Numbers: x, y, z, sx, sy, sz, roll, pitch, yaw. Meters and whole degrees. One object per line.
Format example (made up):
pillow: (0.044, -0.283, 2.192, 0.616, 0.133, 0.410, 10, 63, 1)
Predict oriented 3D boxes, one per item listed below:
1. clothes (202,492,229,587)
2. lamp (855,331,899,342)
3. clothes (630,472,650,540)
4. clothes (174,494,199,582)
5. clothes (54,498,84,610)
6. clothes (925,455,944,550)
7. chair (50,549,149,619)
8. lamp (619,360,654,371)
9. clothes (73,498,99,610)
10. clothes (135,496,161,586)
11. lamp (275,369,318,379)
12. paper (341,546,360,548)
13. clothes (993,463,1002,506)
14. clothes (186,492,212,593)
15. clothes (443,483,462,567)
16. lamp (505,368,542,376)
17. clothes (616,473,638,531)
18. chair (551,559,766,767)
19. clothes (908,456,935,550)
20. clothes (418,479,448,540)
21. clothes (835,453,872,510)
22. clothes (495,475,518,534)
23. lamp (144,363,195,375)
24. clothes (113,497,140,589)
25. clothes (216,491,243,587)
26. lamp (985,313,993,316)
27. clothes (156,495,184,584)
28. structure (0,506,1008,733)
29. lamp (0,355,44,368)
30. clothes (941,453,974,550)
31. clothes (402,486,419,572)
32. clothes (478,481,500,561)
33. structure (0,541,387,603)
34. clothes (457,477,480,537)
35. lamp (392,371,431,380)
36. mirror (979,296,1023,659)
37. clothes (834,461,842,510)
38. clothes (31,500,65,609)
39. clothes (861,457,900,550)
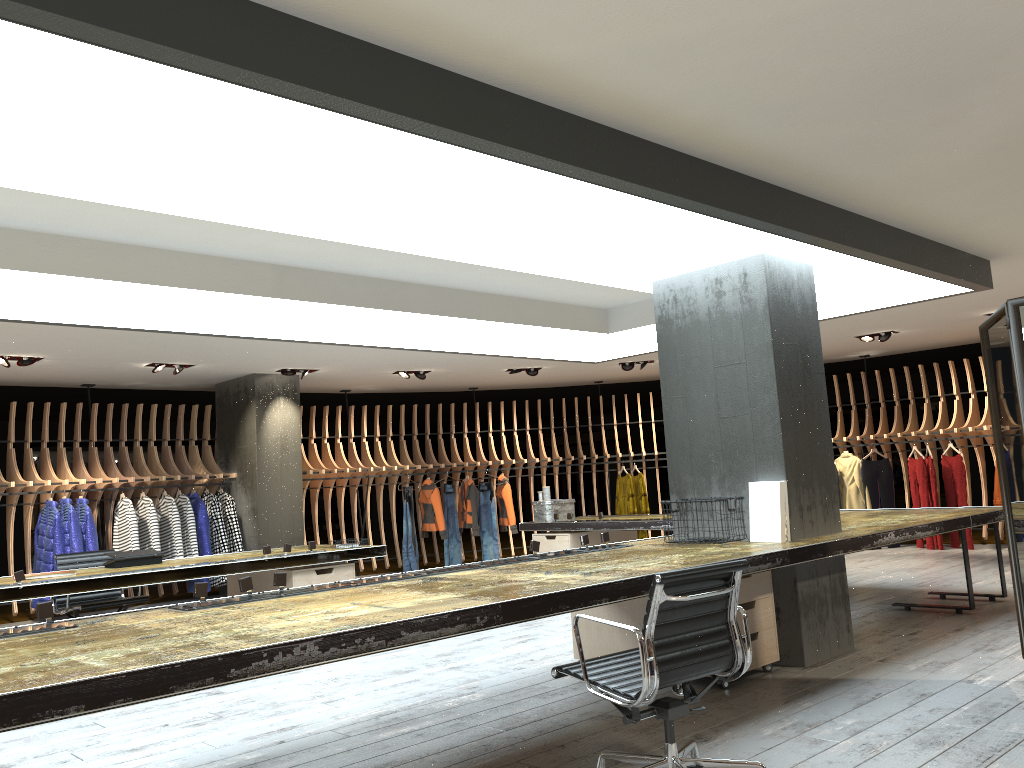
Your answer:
clothes: (-3.702, 1.938, 11.026, 0.191, 1.190, 0.805, 3, -10, -43)
lamp: (4.605, -0.659, 11.223, 0.492, 0.297, 0.269, -9, -9, 40)
clothes: (1.909, 1.864, 13.410, 0.168, 1.047, 0.663, -2, -7, -13)
clothes: (-3.982, 1.873, 10.796, 0.128, 1.064, 0.751, 4, -10, -45)
clothes: (-5.019, 1.907, 9.918, 0.882, 1.249, 0.249, -10, -10, 43)
clothes: (5.621, 1.620, 11.798, 0.093, 1.340, 0.551, -6, -8, 17)
chair: (-3.261, 1.765, 7.018, 0.667, 0.861, 0.692, -8, -8, 32)
lamp: (1.750, -0.334, 12.495, 0.492, 0.298, 0.269, -4, -7, 6)
clothes: (-4.943, 1.925, 10.097, 0.884, 1.241, 0.245, -10, -10, 43)
clothes: (-4.303, 1.859, 10.495, 0.128, 1.064, 0.751, 4, -10, -45)
lamp: (-2.708, -0.206, 11.180, 0.492, 0.293, 0.269, 1, -9, -37)
paper: (-1.358, 1.358, 7.391, 0.130, 0.004, 0.176, 2, -8, -38)
clothes: (6.296, 1.147, 11.100, 0.839, 0.883, 0.200, 0, -8, -28)
clothes: (-3.915, 1.965, 11.020, 0.884, 1.241, 0.245, -10, -10, 43)
clothes: (-0.904, 2.175, 13.046, 0.200, 1.425, 0.308, -9, -9, 38)
lamp: (0.164, -0.241, 12.459, 0.493, 0.293, 0.269, -2, -7, -11)
clothes: (1.726, 1.876, 13.417, 0.168, 1.047, 0.663, -2, -7, -13)
chair: (0.534, 1.103, 3.291, 0.666, 0.861, 0.693, -10, -10, 42)
clothes: (5.497, 1.640, 11.907, 0.093, 1.340, 0.550, -4, -7, 2)
clothes: (-1.198, 1.835, 13.030, 0.201, 0.883, 0.837, 0, -8, -28)
clothes: (4.741, 1.415, 12.473, 0.250, 0.891, 0.703, -1, -8, -23)
clothes: (-0.105, 1.803, 13.352, 0.201, 0.883, 0.837, -2, -7, -13)
lamp: (-3.909, -0.249, 10.136, 0.492, 0.292, 0.269, 3, -9, -43)
clothes: (-4.475, 1.852, 10.334, 0.128, 1.064, 0.751, 4, -10, -45)
clothes: (-3.571, 1.945, 11.161, 0.191, 1.188, 0.798, 3, -10, -43)
lamp: (5.645, -0.857, 10.051, 0.269, 0.299, 0.492, 1, -8, -34)
clothes: (-4.112, 1.868, 10.674, 0.128, 1.064, 0.751, 4, -10, -45)
structure: (-4.135, 1.338, 2.710, 18.466, 0.846, 4.828, 2, -9, -43)
lamp: (-5.072, -0.303, 9.047, 0.492, 0.286, 0.269, 3, -9, -43)
clothes: (5.829, 1.584, 11.601, 0.093, 1.340, 0.550, -3, -7, -3)
clothes: (-1.458, 2.185, 12.830, 0.200, 1.425, 0.308, -7, -8, 23)
clothes: (-0.338, 2.160, 13.230, 0.308, 1.425, 0.200, -6, -8, 18)
structure: (-5.230, 1.574, 4.177, 10.446, 0.846, 1.160, 3, -9, -43)
clothes: (-0.649, 1.819, 13.164, 0.201, 0.883, 0.837, 0, -8, -23)
lamp: (-1.357, -0.194, 12.011, 0.493, 0.297, 0.269, -1, -8, -24)
mirror: (2.587, 0.498, 3.712, 0.443, 1.896, 2.107, -3, -7, -2)
clothes: (4.508, 1.774, 12.580, 0.087, 1.356, 0.538, -1, -8, -19)
clothes: (-5.229, 1.931, 9.934, 0.878, 1.263, 0.242, -10, -10, 43)
clothes: (5.083, 1.694, 12.231, 0.539, 1.356, 0.087, -1, -8, -19)
